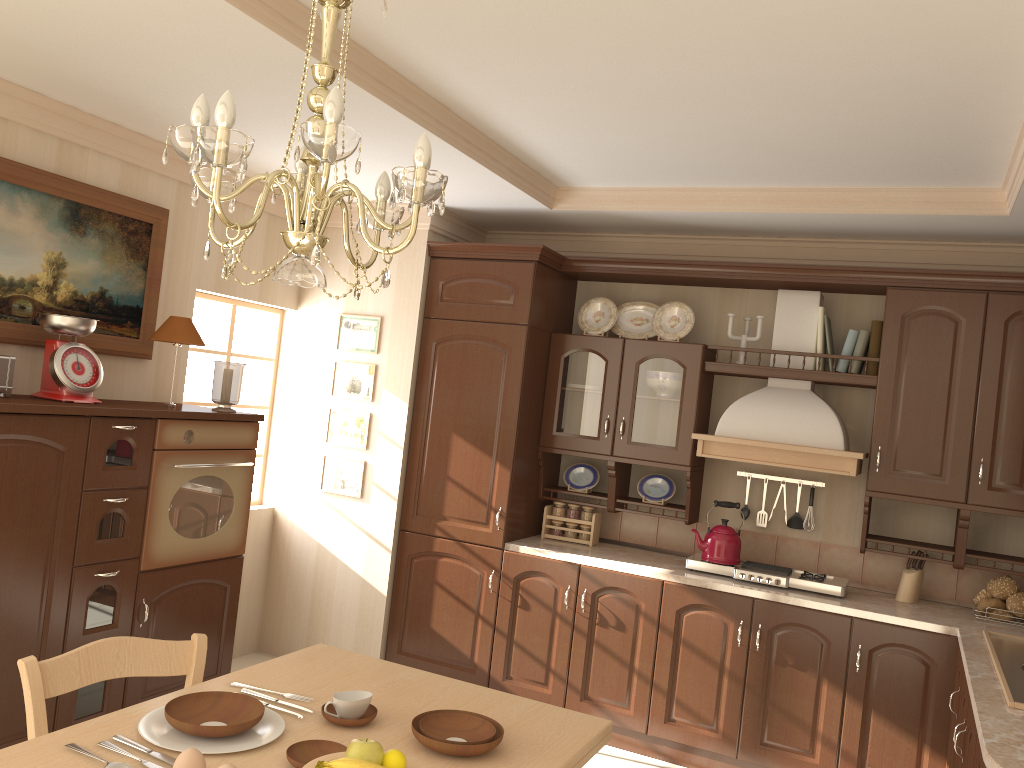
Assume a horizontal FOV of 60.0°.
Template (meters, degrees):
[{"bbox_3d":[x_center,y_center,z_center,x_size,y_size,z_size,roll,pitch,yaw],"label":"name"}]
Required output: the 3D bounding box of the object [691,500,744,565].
[{"bbox_3d":[0.982,0.692,4.167,0.227,0.282,0.181,7,-1,-42],"label":"object"}]

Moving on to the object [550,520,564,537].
[{"bbox_3d":[0.240,0.764,4.703,0.068,0.088,0.068,6,-1,41],"label":"object"}]

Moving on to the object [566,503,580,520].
[{"bbox_3d":[0.324,0.672,4.677,0.068,0.088,0.068,6,-1,41],"label":"object"}]

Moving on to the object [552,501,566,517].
[{"bbox_3d":[0.251,0.664,4.705,0.068,0.088,0.068,6,-1,41],"label":"object"}]

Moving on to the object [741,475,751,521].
[{"bbox_3d":[1.179,0.569,4.449,0.048,0.231,0.015,6,-1,26],"label":"object"}]

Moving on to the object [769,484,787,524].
[{"bbox_3d":[1.323,0.590,4.383,0.089,0.195,0.005,6,-1,25],"label":"object"}]

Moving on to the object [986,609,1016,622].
[{"bbox_3d":[2.107,0.986,3.818,0.114,0.058,0.119,7,-1,-10],"label":"object"}]

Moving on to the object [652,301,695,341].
[{"bbox_3d":[0.817,-0.321,4.500,0.220,0.210,0.068,6,-1,23],"label":"object"}]

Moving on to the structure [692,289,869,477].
[{"bbox_3d":[1.313,-0.035,4.211,0.753,0.845,0.455,6,-1,25],"label":"structure"}]

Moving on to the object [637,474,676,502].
[{"bbox_3d":[0.739,0.532,4.541,0.202,0.143,0.071,6,-1,23],"label":"object"}]

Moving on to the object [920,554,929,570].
[{"bbox_3d":[1.862,0.850,4.035,0.050,0.159,0.022,7,-1,-6],"label":"object"}]

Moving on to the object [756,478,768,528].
[{"bbox_3d":[1.254,0.590,4.416,0.051,0.245,0.003,6,-1,25],"label":"object"}]

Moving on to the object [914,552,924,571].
[{"bbox_3d":[1.829,0.856,4.015,0.053,0.198,0.027,6,-1,8],"label":"object"}]

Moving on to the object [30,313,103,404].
[{"bbox_3d":[-1.699,-0.097,3.389,0.263,0.317,0.218,6,-1,29],"label":"object"}]

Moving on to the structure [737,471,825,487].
[{"bbox_3d":[1.330,0.471,4.396,0.422,0.020,0.008,6,-1,25],"label":"structure"}]

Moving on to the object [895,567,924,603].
[{"bbox_3d":[1.812,0.911,4.026,0.151,0.148,0.078,7,-1,-28],"label":"object"}]

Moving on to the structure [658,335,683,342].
[{"bbox_3d":[0.808,-0.271,4.497,0.110,0.126,0.080,6,-1,25],"label":"structure"}]

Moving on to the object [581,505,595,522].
[{"bbox_3d":[0.397,0.679,4.650,0.068,0.088,0.068,6,-1,41],"label":"object"}]

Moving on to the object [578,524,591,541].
[{"bbox_3d":[0.386,0.779,4.649,0.068,0.088,0.068,6,-1,41],"label":"object"}]

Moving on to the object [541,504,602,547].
[{"bbox_3d":[0.315,0.744,4.678,0.276,0.170,0.140,6,-1,20],"label":"object"}]

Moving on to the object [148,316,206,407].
[{"bbox_3d":[-1.448,-0.095,3.812,0.237,0.388,0.235,6,-1,37],"label":"object"}]

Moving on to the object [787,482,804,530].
[{"bbox_3d":[1.406,0.597,4.359,0.088,0.236,0.028,6,-1,25],"label":"object"}]

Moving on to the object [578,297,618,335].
[{"bbox_3d":[0.451,-0.360,4.670,0.220,0.210,0.068,6,-1,23],"label":"object"}]

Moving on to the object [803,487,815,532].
[{"bbox_3d":[1.454,0.613,4.321,0.049,0.219,0.049,6,-1,2],"label":"object"}]

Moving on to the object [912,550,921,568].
[{"bbox_3d":[1.832,0.851,4.048,0.052,0.191,0.027,7,-1,-20],"label":"object"}]

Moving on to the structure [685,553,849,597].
[{"bbox_3d":[1.176,0.878,4.116,0.710,0.054,0.325,6,-1,25],"label":"structure"}]

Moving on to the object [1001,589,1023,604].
[{"bbox_3d":[2.186,0.929,3.849,0.113,0.092,0.110,7,-1,-13],"label":"object"}]

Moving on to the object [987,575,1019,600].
[{"bbox_3d":[2.116,0.878,3.825,0.118,0.105,0.100,6,-1,20],"label":"object"}]

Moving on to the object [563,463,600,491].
[{"bbox_3d":[0.369,0.493,4.715,0.202,0.143,0.071,6,-1,23],"label":"object"}]

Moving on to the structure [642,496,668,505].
[{"bbox_3d":[0.737,0.548,4.536,0.110,0.126,0.080,6,-1,25],"label":"structure"}]

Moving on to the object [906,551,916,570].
[{"bbox_3d":[1.802,0.858,4.040,0.053,0.198,0.027,6,-1,8],"label":"object"}]

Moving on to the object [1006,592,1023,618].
[{"bbox_3d":[2.154,0.932,3.752,0.115,0.102,0.110,7,-1,-36],"label":"object"}]

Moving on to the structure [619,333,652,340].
[{"bbox_3d":[0.649,-0.287,4.631,0.154,0.126,0.080,6,-1,25],"label":"structure"}]

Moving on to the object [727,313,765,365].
[{"bbox_3d":[1.130,-0.216,4.382,0.163,0.248,0.174,7,-1,-13],"label":"object"}]

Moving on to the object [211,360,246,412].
[{"bbox_3d":[-1.273,0.011,3.960,0.144,0.220,0.144,6,-1,8],"label":"object"}]

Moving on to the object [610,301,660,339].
[{"bbox_3d":[0.658,-0.334,4.636,0.342,0.209,0.073,6,-1,26],"label":"object"}]

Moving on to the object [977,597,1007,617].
[{"bbox_3d":[2.063,0.962,3.816,0.114,0.092,0.104,7,-1,-18],"label":"object"}]

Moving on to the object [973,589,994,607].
[{"bbox_3d":[2.083,0.947,3.885,0.123,0.109,0.092,7,-1,-8],"label":"object"}]

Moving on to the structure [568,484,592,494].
[{"bbox_3d":[0.367,0.510,4.710,0.110,0.126,0.080,6,-1,25],"label":"structure"}]

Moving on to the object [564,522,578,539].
[{"bbox_3d":[0.313,0.772,4.676,0.068,0.088,0.068,6,-1,41],"label":"object"}]

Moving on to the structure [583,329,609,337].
[{"bbox_3d":[0.447,-0.309,4.665,0.110,0.126,0.080,6,-1,25],"label":"structure"}]
